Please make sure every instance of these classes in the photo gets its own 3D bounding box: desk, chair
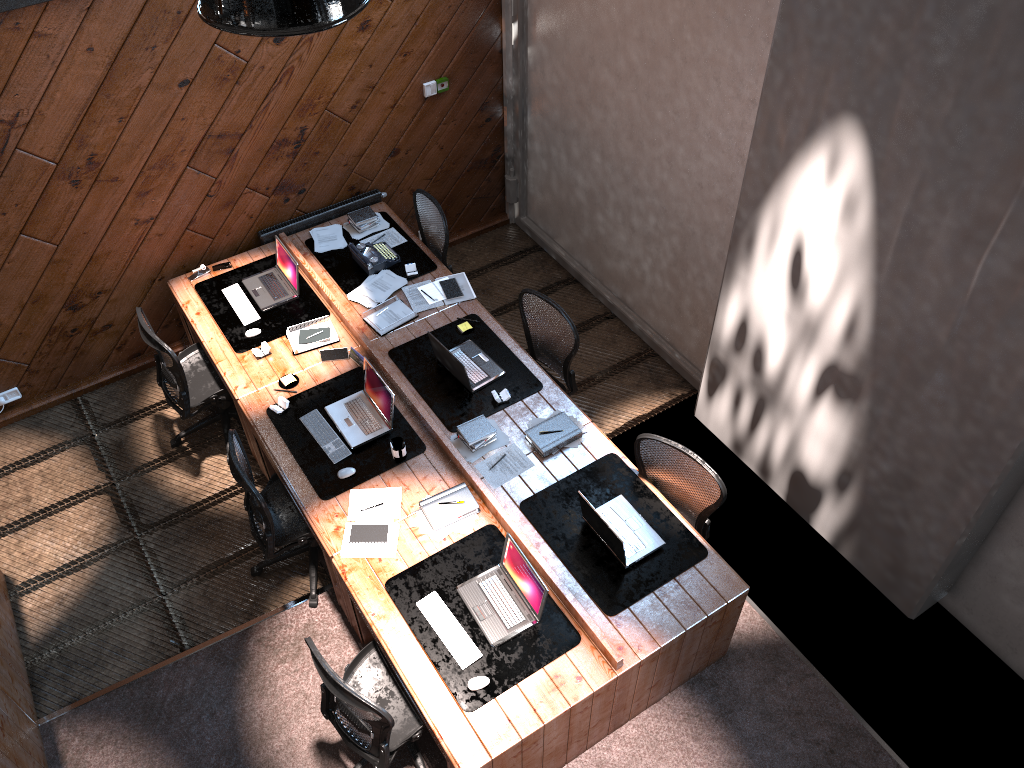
[{"bbox_3d":[-4.508,2.223,4.030,4.117,0.840,1.748,-24,51,-20],"label":"desk"},{"bbox_3d":[-1.283,0.674,5.269,0.792,1.085,0.770,-36,56,-28],"label":"chair"},{"bbox_3d":[-0.746,-0.836,6.680,0.792,1.085,0.770,-36,56,-28],"label":"chair"},{"bbox_3d":[-0.632,1.521,4.464,0.770,1.085,0.792,19,50,18],"label":"chair"},{"bbox_3d":[0.100,-0.011,5.892,0.770,1.085,0.792,27,53,24],"label":"chair"},{"bbox_3d":[-2.095,-0.114,6.022,0.770,1.085,0.792,27,53,24],"label":"chair"},{"bbox_3d":[-0.610,0.384,5.699,1.748,0.840,4.117,-26,52,-22],"label":"desk"},{"bbox_3d":[0.809,0.879,5.045,0.770,1.085,0.792,19,50,18],"label":"chair"}]

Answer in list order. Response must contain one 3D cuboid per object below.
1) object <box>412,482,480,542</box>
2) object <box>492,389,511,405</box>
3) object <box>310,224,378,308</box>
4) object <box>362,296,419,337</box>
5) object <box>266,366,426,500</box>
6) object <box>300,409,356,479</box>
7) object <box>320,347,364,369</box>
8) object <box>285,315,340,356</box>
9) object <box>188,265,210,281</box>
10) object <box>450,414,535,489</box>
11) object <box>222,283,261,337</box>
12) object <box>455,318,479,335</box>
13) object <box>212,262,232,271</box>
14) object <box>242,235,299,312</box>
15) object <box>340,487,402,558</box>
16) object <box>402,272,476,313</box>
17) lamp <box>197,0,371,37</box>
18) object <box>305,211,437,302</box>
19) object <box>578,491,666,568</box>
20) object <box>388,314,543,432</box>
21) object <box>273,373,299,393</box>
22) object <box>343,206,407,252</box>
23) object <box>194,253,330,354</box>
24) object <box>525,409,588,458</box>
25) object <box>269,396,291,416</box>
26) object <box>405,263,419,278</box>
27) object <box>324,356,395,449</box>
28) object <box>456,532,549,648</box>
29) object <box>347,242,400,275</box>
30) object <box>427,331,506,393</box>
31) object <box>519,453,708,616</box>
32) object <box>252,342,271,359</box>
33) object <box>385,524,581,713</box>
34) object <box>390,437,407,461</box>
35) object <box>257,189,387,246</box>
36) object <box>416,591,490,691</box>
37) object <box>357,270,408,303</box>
[{"bbox_3d":[-0.363,0.704,4.898,0.363,0.065,0.325,-14,48,-12],"label":"object"},{"bbox_3d":[-0.066,0.071,5.482,0.106,0.063,0.082,-16,49,-14],"label":"object"},{"bbox_3d":[-1.187,-0.870,6.416,0.356,0.002,1.058,-27,52,-23],"label":"object"},{"bbox_3d":[-0.824,-0.468,6.012,0.316,0.060,0.229,-32,54,-26],"label":"object"},{"bbox_3d":[-1.011,0.271,5.355,0.687,0.008,0.848,-26,52,-22],"label":"object"},{"bbox_3d":[-1.080,0.349,5.259,0.139,0.040,0.577,-26,52,-22],"label":"object"},{"bbox_3d":[-1.067,-0.185,5.731,0.347,0.083,0.129,11,48,11],"label":"object"},{"bbox_3d":[-1.329,-0.325,5.885,0.316,0.060,0.229,-19,49,-16],"label":"object"},{"bbox_3d":[-2.245,-0.805,6.346,0.159,0.064,0.054,-32,54,-26],"label":"object"},{"bbox_3d":[-0.128,0.368,5.187,0.319,0.098,0.478,-27,52,-23],"label":"object"},{"bbox_3d":[-1.838,-0.511,6.078,0.139,0.040,0.577,-23,51,-20],"label":"object"},{"bbox_3d":[-0.314,-0.387,5.942,0.158,0.026,0.154,10,48,10],"label":"object"},{"bbox_3d":[-2.093,-0.848,6.398,0.134,0.042,0.022,-14,48,-12],"label":"object"},{"bbox_3d":[-1.682,-0.770,6.146,0.323,0.283,0.390,-26,52,-22],"label":"object"},{"bbox_3d":[-0.768,0.752,4.888,0.304,0.017,0.467,0,47,0],"label":"object"},{"bbox_3d":[-0.511,-0.648,6.195,0.467,0.017,0.304,-15,48,-13],"label":"object"},{"bbox_3d":[-0.598,-1.814,1.441,0.445,2.372,0.445,10,48,10],"label":"lamp"},{"bbox_3d":[-1.042,-0.950,6.502,0.687,0.008,0.848,-26,52,-22],"label":"object"},{"bbox_3d":[0.582,0.708,4.685,0.320,0.288,0.380,-26,52,-22],"label":"object"},{"bbox_3d":[-0.307,-0.094,5.687,0.687,0.008,0.848,-26,52,-22],"label":"object"},{"bbox_3d":[-1.417,-0.015,5.615,0.158,0.026,0.154,6,47,7],"label":"object"},{"bbox_3d":[-1.041,-1.167,6.626,0.319,0.098,0.478,-27,52,-23],"label":"object"},{"bbox_3d":[-1.745,-0.585,6.170,0.687,0.008,0.848,-26,52,-22],"label":"object"},{"bbox_3d":[0.258,0.269,5.297,0.363,0.065,0.325,-18,49,-15],"label":"object"},{"bbox_3d":[-1.427,0.134,5.441,0.082,0.063,0.106,30,54,26],"label":"object"},{"bbox_3d":[-0.715,-0.808,6.314,0.082,0.063,0.106,-12,48,-10],"label":"object"},{"bbox_3d":[-0.912,0.110,5.270,0.320,0.288,0.380,-26,52,-22],"label":"object"},{"bbox_3d":[-0.058,1.027,4.433,0.323,0.283,0.390,-24,51,-20],"label":"object"},{"bbox_3d":[-0.991,-0.945,6.399,0.290,0.116,0.322,-28,52,-23],"label":"object"},{"bbox_3d":[-0.282,-0.196,5.586,0.323,0.283,0.390,-30,53,-25],"label":"object"},{"bbox_3d":[0.544,0.790,4.844,0.687,0.008,0.848,-26,52,-22],"label":"object"},{"bbox_3d":[-1.637,-0.220,5.787,0.106,0.063,0.082,-28,52,-23],"label":"object"},{"bbox_3d":[-0.160,1.155,4.511,0.687,0.008,0.848,-26,52,-22],"label":"object"},{"bbox_3d":[-0.663,0.377,5.169,0.078,0.138,0.099,-16,49,-14],"label":"object"},{"bbox_3d":[-1.434,-1.111,6.995,1.064,0.628,0.073,-26,52,-22],"label":"object"},{"bbox_3d":[-0.281,1.263,4.388,0.139,0.040,0.577,-25,51,-21],"label":"object"},{"bbox_3d":[-0.910,-0.690,6.235,0.246,0.002,0.315,29,53,25],"label":"object"}]
